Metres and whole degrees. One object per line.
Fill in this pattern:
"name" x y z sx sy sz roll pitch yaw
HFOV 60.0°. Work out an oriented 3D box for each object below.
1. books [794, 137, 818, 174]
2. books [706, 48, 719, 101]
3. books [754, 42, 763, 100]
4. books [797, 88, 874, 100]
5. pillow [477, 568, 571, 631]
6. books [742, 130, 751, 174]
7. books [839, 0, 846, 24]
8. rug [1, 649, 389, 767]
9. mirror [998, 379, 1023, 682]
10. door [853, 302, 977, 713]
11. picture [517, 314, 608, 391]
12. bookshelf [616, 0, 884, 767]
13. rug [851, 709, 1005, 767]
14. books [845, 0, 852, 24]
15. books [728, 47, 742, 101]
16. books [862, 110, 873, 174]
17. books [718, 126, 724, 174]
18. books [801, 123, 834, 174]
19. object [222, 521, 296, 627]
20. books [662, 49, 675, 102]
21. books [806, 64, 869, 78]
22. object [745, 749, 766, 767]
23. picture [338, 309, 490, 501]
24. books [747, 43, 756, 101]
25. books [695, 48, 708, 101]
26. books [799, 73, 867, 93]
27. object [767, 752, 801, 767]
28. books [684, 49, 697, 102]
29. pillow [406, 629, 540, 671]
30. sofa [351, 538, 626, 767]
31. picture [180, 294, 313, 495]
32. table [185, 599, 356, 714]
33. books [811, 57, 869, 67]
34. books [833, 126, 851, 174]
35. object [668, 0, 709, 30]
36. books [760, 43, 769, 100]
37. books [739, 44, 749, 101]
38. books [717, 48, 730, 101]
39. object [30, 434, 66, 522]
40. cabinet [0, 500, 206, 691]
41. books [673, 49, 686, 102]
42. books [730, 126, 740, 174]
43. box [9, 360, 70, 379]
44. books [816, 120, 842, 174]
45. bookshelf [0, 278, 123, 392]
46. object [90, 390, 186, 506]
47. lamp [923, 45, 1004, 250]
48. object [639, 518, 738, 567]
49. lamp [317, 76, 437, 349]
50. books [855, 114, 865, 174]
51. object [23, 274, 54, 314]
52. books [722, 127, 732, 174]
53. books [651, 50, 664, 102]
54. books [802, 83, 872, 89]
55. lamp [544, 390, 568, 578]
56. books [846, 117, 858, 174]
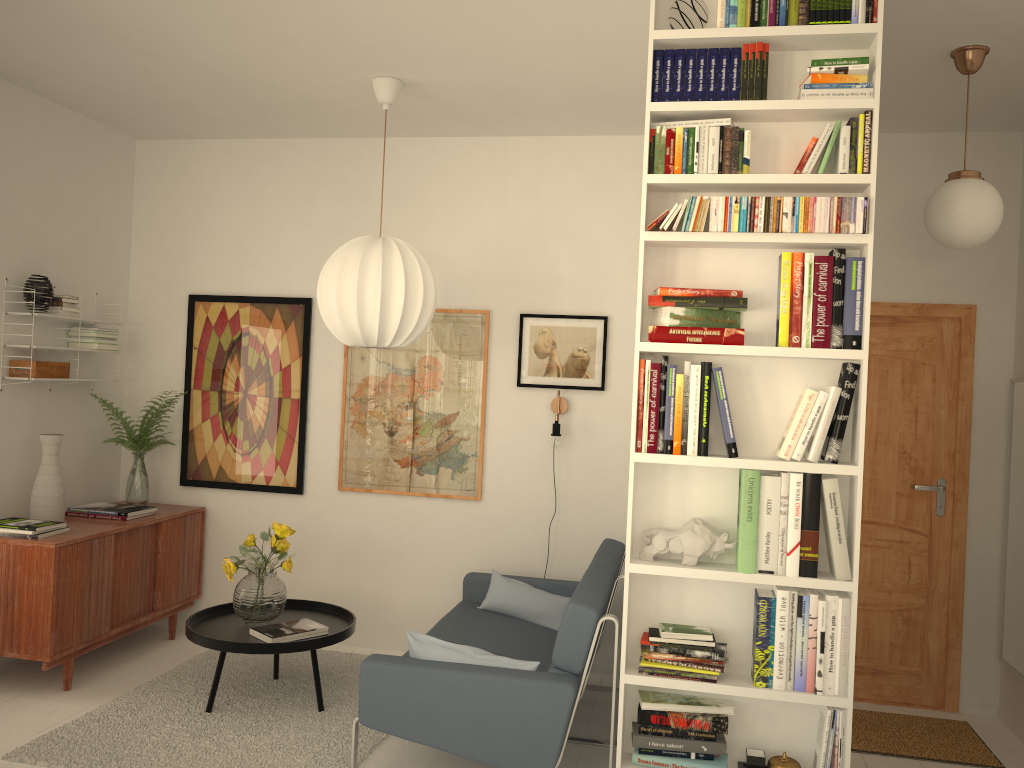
"books" 0.947 -0.717 2.898 0.073 0.129 0.200 3 0 11
"books" 0.662 -0.988 2.935 0.034 0.179 0.188 3 0 11
"books" 0.800 -0.987 2.907 0.020 0.191 0.205 3 0 11
"books" 1.030 -0.898 2.862 0.214 0.038 0.222 3 0 11
"pillow" 0.096 1.105 4.527 0.540 0.277 0.157 3 0 13
"books" 0.763 -0.730 2.900 0.020 0.145 0.189 3 0 11
"books" 1.043 -1.178 2.828 0.017 0.130 0.150 3 0 11
"rug" -1.145 1.478 4.087 1.304 0.012 1.660 3 0 13
"mirror" 2.368 0.660 4.081 0.029 1.370 0.500 3 0 11
"door" 1.822 0.600 4.550 0.931 2.033 0.159 3 0 11
"picture" 0.272 -0.174 4.821 0.481 0.402 0.015 3 0 11
"bookshelf" 0.757 0.123 2.906 0.710 2.900 0.249 3 0 11
"rug" 1.684 1.612 4.109 0.941 0.002 0.553 3 0 11
"books" 1.060 -1.177 2.825 0.017 0.130 0.150 3 0 11
"books" 0.730 -0.984 2.922 0.034 0.179 0.188 3 0 11
"books" 1.117 -0.744 2.836 0.022 0.199 0.212 3 0 11
"books" 0.683 -0.742 2.911 0.013 0.159 0.176 3 0 11
"books" 0.979 -0.733 2.880 0.092 0.165 0.222 3 0 11
"object" -1.188 0.890 4.177 0.361 0.471 0.291 3 0 -40
"books" 0.524 -0.994 2.963 0.034 0.179 0.188 3 0 11
"books" 1.035 -0.975 2.836 0.179 0.016 0.208 3 0 16
"object" 0.779 1.210 2.841 0.058 0.055 0.058 3 0 11
"picture" -0.558 0.100 4.984 0.838 1.052 0.012 3 0 11
"books" 0.781 -0.987 2.920 0.020 0.191 0.205 3 0 11
"books" 0.627 -0.989 2.942 0.034 0.179 0.188 3 0 11
"books" 1.022 -0.952 2.861 0.173 0.030 0.199 3 0 1
"object" 1.352 0.749 1.869 0.778 1.711 2.088 3 0 -8
"books" 0.593 -0.991 2.949 0.034 0.179 0.188 3 0 11
"pillow" -0.156 1.088 3.276 0.533 0.353 0.141 3 0 11
"sofa" 0.026 1.151 3.897 0.964 0.773 1.603 3 0 11
"picture" -1.558 0.054 5.180 0.778 1.134 0.018 3 0 11
"table" -1.122 1.287 4.128 0.761 0.386 0.761 3 0 27
"books" 1.047 -0.999 2.851 0.169 0.032 0.188 3 0 16
"books" 1.051 -0.723 2.848 0.030 0.153 0.199 3 0 11
"object" 0.575 -1.198 2.895 0.131 0.131 0.131 3 0 7
"books" 0.822 -0.986 2.915 0.020 0.191 0.205 3 0 11
"books" 0.762 -0.988 2.927 0.020 0.191 0.205 3 0 11
"books" 0.696 -0.986 2.929 0.034 0.179 0.188 3 0 11
"object" -2.331 0.477 4.470 0.158 0.445 0.160 3 0 -39
"cabinet" -2.204 1.069 4.637 0.546 0.727 1.262 3 0 11
"books" 0.559 -0.992 2.956 0.034 0.179 0.188 3 0 11
"books" 0.722 -0.737 2.889 0.023 0.153 0.176 3 0 11
"box" -2.407 -0.074 4.522 0.152 0.084 0.266 3 0 12
"books" 1.009 -0.734 2.860 0.065 0.168 0.228 3 0 11
"bookshelf" -2.360 -0.238 4.697 0.184 0.565 0.695 3 0 11
"object" -2.115 0.364 5.081 0.476 0.686 0.398 3 0 13
"lamp" 1.747 -0.901 3.415 0.275 0.767 0.275 3 0 6
"object" 0.575 0.510 2.892 0.311 0.150 0.137 3 0 19
"lamp" -0.599 -0.780 4.069 0.536 1.229 0.536 2 0 45
"books" 1.098 -0.739 2.842 0.014 0.188 0.218 3 0 11
"object" -2.378 -0.451 4.453 0.139 0.200 0.139 3 0 -35
"books" 0.705 -0.739 2.926 0.024 0.155 0.206 3 0 11
"books" 0.490 -0.995 2.970 0.034 0.179 0.188 3 0 11
"books" 1.033 -0.927 2.860 0.200 0.018 0.208 3 0 11
"lamp" 0.088 0.734 4.781 0.360 1.416 0.112 3 0 11
"books" 1.082 -0.740 2.859 0.022 0.187 0.186 3 0 11
